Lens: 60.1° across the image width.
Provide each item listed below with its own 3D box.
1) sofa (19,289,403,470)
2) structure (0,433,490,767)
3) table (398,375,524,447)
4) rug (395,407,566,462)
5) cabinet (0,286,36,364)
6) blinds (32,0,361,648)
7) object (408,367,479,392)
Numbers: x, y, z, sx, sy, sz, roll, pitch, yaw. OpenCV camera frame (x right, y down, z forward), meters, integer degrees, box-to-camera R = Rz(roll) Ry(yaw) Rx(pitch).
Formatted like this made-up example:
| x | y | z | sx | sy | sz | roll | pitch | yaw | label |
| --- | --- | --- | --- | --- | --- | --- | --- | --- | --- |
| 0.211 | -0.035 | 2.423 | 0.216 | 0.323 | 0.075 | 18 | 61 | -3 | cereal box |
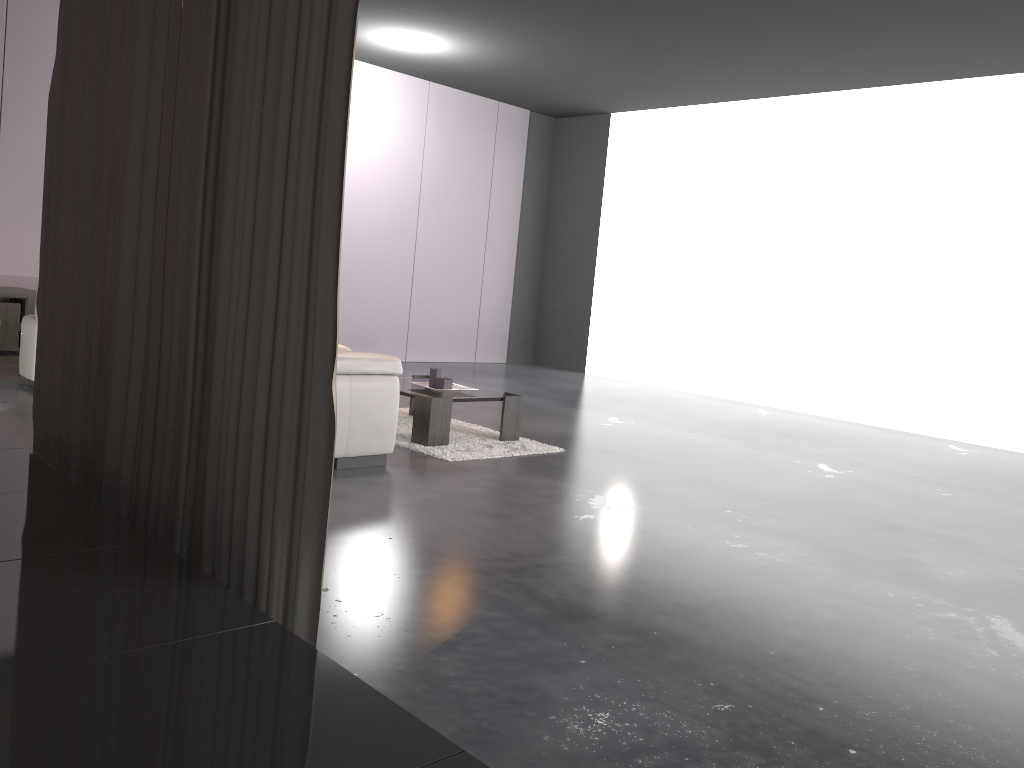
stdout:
| x | y | z | sx | sy | sz | roll | pitch | yaw | label |
| --- | --- | --- | --- | --- | --- | --- | --- | --- | --- |
| -1.511 | -0.230 | 5.304 | 1.867 | 0.856 | 2.874 | 0 | 8 | -44 | sofa |
| -1.675 | 0.383 | 2.157 | 1.000 | 0.299 | 8.809 | 0 | 9 | -44 | structure |
| -0.505 | 0.142 | 5.380 | 0.700 | 0.270 | 0.909 | 0 | 8 | -44 | table |
| -0.515 | 0.281 | 5.372 | 0.916 | 0.023 | 1.533 | -1 | 9 | -44 | rug |
| -4.088 | -0.443 | 6.394 | 1.072 | 0.553 | 0.379 | 0 | 7 | -44 | cabinet |
| -0.702 | -0.896 | 2.268 | 0.248 | 2.987 | 3.302 | 2 | 6 | -43 | blinds |
| -0.406 | -0.033 | 5.286 | 0.304 | 0.136 | 0.306 | 1 | 8 | -39 | object |
